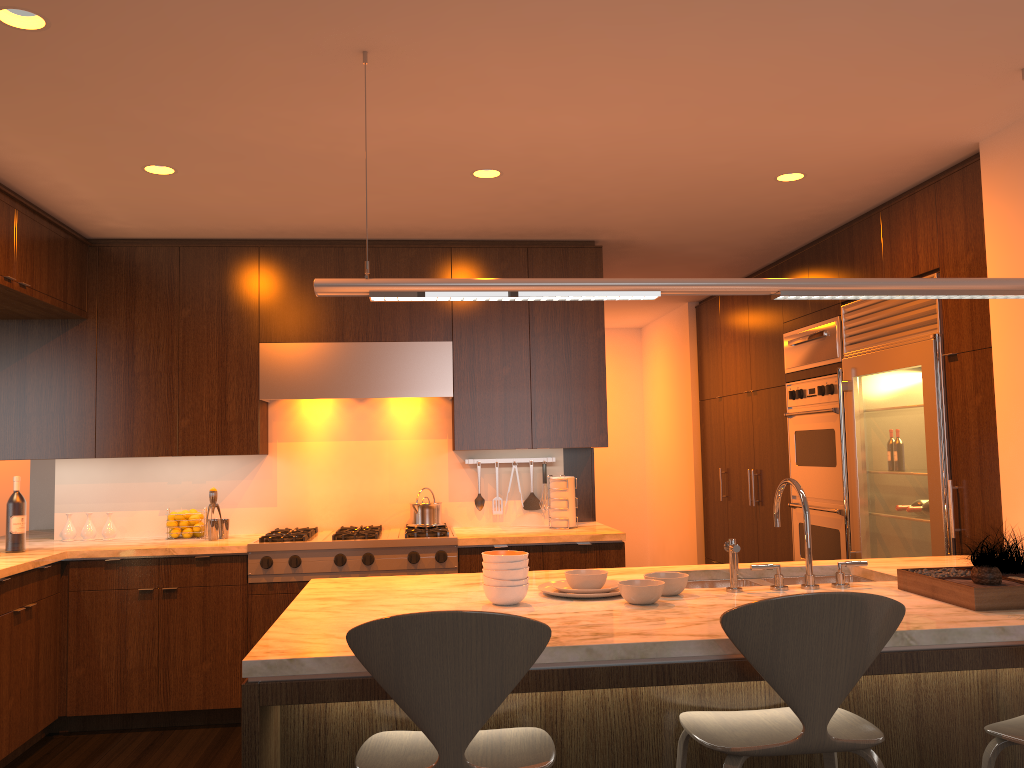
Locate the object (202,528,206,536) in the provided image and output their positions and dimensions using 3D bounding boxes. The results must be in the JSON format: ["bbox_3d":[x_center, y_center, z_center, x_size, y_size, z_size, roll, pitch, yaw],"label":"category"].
[{"bbox_3d":[-1.773,0.841,5.066,0.053,0.052,0.062,1,-5,-24],"label":"object"}]

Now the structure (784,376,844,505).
[{"bbox_3d":[2.110,0.614,5.296,0.687,1.294,0.743,-1,-4,-6],"label":"structure"}]

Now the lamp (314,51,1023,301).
[{"bbox_3d":[0.634,-0.650,2.801,2.465,0.765,0.120,-1,-4,-6],"label":"lamp"}]

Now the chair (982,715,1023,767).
[{"bbox_3d":[1.405,0.967,2.041,0.520,1.047,0.506,1,-5,-31],"label":"chair"}]

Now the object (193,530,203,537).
[{"bbox_3d":[-1.763,0.835,4.979,0.063,0.053,0.051,-4,-5,35],"label":"object"}]

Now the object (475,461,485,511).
[{"bbox_3d":[-0.194,0.606,5.275,0.061,0.296,0.020,-1,-4,-7],"label":"object"}]

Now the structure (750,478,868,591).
[{"bbox_3d":[0.950,0.472,2.822,0.310,0.341,0.321,-4,-5,31],"label":"structure"}]

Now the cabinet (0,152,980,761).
[{"bbox_3d":[-0.114,0.125,3.418,5.521,2.997,7.728,-1,-4,-6],"label":"cabinet"}]

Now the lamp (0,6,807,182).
[{"bbox_3d":[-6.971,-0.809,4.729,16.431,0.171,5.868,-1,-4,-6],"label":"lamp"}]

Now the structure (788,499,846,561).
[{"bbox_3d":[1.808,0.972,5.236,0.064,0.544,0.710,-1,-4,-6],"label":"structure"}]

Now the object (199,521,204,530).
[{"bbox_3d":[-1.765,0.802,5.011,0.051,0.055,0.061,-2,-4,6],"label":"object"}]

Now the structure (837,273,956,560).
[{"bbox_3d":[2.176,0.587,4.436,0.687,2.129,0.915,-1,-4,-6],"label":"structure"}]

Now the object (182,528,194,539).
[{"bbox_3d":[-1.807,0.832,4.941,0.064,0.063,0.074,3,-6,-43],"label":"object"}]

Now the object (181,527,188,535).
[{"bbox_3d":[-1.833,0.829,4.976,0.052,0.060,0.057,-4,-5,33],"label":"object"}]

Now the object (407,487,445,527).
[{"bbox_3d":[-0.498,0.707,5.130,0.221,0.218,0.221,0,-5,-21],"label":"object"}]

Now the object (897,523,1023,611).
[{"bbox_3d":[1.446,0.501,2.613,0.497,0.231,0.503,-1,-4,-6],"label":"object"}]

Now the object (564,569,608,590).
[{"bbox_3d":[0.234,0.621,2.787,0.139,0.059,0.138,-3,-5,20],"label":"object"}]

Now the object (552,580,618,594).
[{"bbox_3d":[0.234,0.642,2.785,0.217,0.025,0.216,-2,-4,11],"label":"object"}]

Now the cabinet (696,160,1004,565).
[{"bbox_3d":[2.094,0.466,5.542,0.690,2.540,3.924,-1,-4,-6],"label":"cabinet"}]

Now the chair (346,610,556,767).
[{"bbox_3d":[-0.124,0.997,1.992,0.520,1.047,0.506,-1,-4,-1],"label":"chair"}]

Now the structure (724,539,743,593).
[{"bbox_3d":[0.688,0.563,2.754,0.050,0.161,0.067,-1,-4,-6],"label":"structure"}]

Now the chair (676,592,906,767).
[{"bbox_3d":[0.660,0.989,2.117,0.520,1.047,0.506,-1,-4,-6],"label":"chair"}]

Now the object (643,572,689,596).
[{"bbox_3d":[0.474,0.616,2.720,0.139,0.059,0.138,-3,-5,20],"label":"object"}]

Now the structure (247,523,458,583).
[{"bbox_3d":[-0.854,0.828,4.943,1.067,0.422,0.824,-1,-4,-6],"label":"structure"}]

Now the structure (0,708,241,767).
[{"bbox_3d":[-1.173,1.298,4.467,3.400,0.862,3.060,-1,-4,-6],"label":"structure"}]

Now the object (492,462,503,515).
[{"bbox_3d":[-0.088,0.621,5.289,0.066,0.314,0.004,-1,-4,-6],"label":"object"}]

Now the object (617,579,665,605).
[{"bbox_3d":[0.376,0.608,2.580,0.139,0.059,0.138,-3,-5,20],"label":"object"}]

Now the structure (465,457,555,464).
[{"bbox_3d":[-0.009,0.459,5.316,0.541,0.031,0.048,-1,-4,-3],"label":"structure"}]

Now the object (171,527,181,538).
[{"bbox_3d":[-1.865,0.826,4.922,0.052,0.057,0.060,-4,-5,29],"label":"object"}]

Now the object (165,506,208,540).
[{"bbox_3d":[-1.831,0.780,4.997,0.207,0.175,0.189,-1,-4,-8],"label":"object"}]

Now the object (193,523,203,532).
[{"bbox_3d":[-1.752,0.804,4.943,0.052,0.054,0.061,-2,-4,4],"label":"object"}]

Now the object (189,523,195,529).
[{"bbox_3d":[-1.793,0.798,4.999,0.062,0.053,0.051,-4,-5,35],"label":"object"}]

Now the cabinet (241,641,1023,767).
[{"bbox_3d":[0.694,1.117,2.705,2.713,0.876,1.281,-1,-4,-6],"label":"cabinet"}]
